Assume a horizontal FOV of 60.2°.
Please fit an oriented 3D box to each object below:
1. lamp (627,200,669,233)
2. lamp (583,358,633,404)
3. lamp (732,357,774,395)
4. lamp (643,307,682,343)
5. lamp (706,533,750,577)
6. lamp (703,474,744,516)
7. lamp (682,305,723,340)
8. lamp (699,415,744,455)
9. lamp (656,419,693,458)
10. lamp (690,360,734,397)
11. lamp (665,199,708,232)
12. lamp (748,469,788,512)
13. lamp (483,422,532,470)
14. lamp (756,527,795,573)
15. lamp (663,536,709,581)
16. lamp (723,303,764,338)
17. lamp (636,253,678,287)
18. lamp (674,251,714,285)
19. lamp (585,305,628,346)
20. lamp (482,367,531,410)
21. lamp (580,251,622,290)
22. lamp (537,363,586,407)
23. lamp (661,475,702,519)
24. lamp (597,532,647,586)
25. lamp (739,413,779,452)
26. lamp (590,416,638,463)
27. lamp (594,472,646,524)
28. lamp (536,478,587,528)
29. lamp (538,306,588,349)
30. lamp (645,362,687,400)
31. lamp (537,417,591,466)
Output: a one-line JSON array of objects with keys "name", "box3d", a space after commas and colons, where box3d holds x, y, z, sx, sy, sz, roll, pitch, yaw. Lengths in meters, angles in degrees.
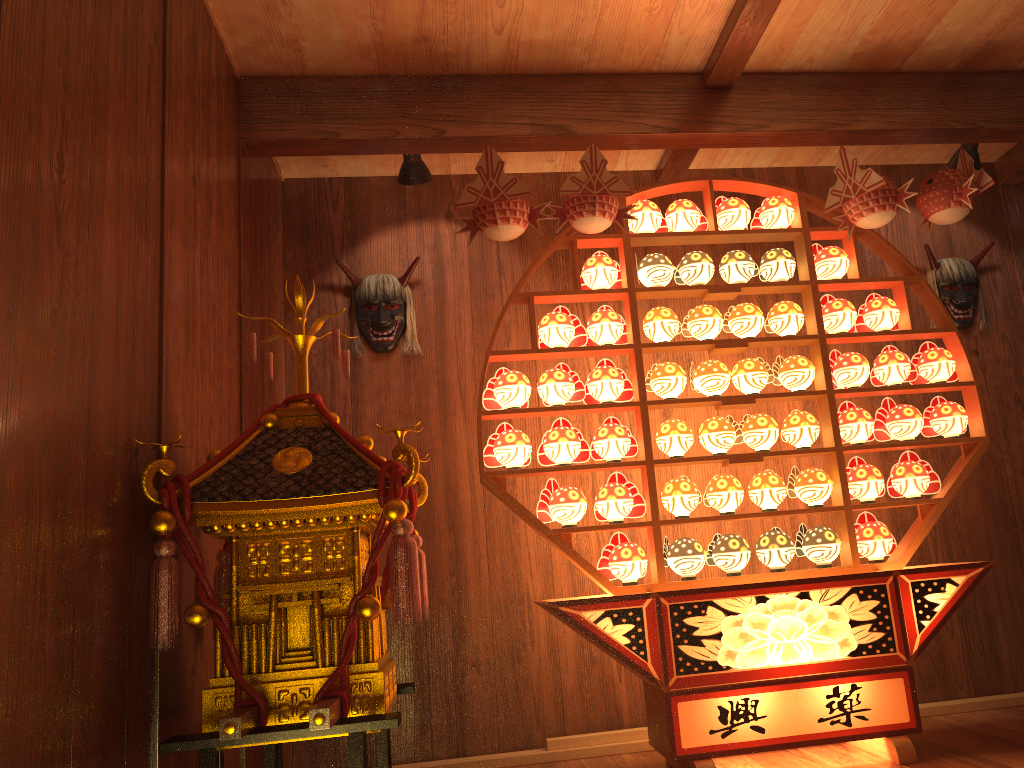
[{"name": "lamp", "box3d": [0.521, -0.673, 3.490, 0.200, 0.200, 0.158, -5, -12, 3]}, {"name": "lamp", "box3d": [0.350, -0.017, 3.320, 0.198, 0.200, 0.159, -6, -12, 8]}, {"name": "lamp", "box3d": [0.912, -0.031, 3.407, 0.162, 0.167, 0.134, 6, -16, -40]}, {"name": "lamp", "box3d": [0.570, -0.229, 3.399, 0.136, 0.167, 0.161, -10, -13, 23]}, {"name": "lamp", "box3d": [0.808, 0.621, 3.235, 0.143, 0.161, 0.153, 1, -14, -25]}, {"name": "lamp", "box3d": [0.793, 0.407, 3.280, 0.140, 0.161, 0.156, -3, -12, -6]}, {"name": "lamp", "box3d": [0.753, -0.237, 3.422, 0.143, 0.161, 0.153, 1, -14, -25]}, {"name": "lamp", "box3d": [0.768, 0.195, 3.334, 0.162, 0.161, 0.135, 3, -14, -30]}, {"name": "lamp", "box3d": [0.606, 0.200, 3.305, 0.137, 0.167, 0.159, -8, -13, 14]}, {"name": "lamp", "box3d": [0.774, -0.021, 3.381, 0.153, 0.161, 0.143, -10, -13, 23]}, {"name": "lamp", "box3d": [0.674, -0.671, 3.513, 0.165, 0.179, 0.161, -10, -13, 24]}, {"name": "lamp", "box3d": [0.953, 0.396, 3.307, 0.136, 0.167, 0.161, -10, -13, 23]}, {"name": "lamp", "box3d": [0.004, 0.220, 3.221, 0.194, 0.195, 0.153, 0, -13, -21]}, {"name": "lamp", "box3d": [0.969, 0.609, 3.261, 0.136, 0.167, 0.161, -10, -13, 23]}, {"name": "lamp", "box3d": [0.643, 0.628, 3.217, 0.153, 0.167, 0.143, -10, -13, 23]}, {"name": "lamp", "box3d": [0.918, -0.249, 3.446, 0.143, 0.167, 0.153, 1, -14, -25]}, {"name": "lamp", "box3d": [0.570, -0.442, 3.457, 0.155, 0.167, 0.141, -6, -12, 8]}, {"name": "lamp", "box3d": [0.727, -0.451, 3.466, 0.142, 0.161, 0.154, -1, -13, -16]}, {"name": "lamp", "box3d": [0.353, -0.231, 3.368, 0.187, 0.195, 0.158, -6, -12, 8]}, {"name": "lamp", "box3d": [0.004, 0.009, 3.270, 0.194, 0.187, 0.153, 1, -14, -26]}, {"name": "lamp", "box3d": [0.338, -0.447, 3.415, 0.198, 0.200, 0.159, -6, -12, 8]}, {"name": "lamp", "box3d": [0.160, -0.002, 3.295, 0.177, 0.191, 0.161, -10, -13, 23]}, {"name": "lamp", "box3d": [0.617, 0.415, 3.260, 0.136, 0.167, 0.161, -10, -13, 23]}, {"name": "lamp", "box3d": [0.420, 0.626, 3.186, 0.198, 0.197, 0.154, -1, -13, -16]}, {"name": "lamp", "box3d": [0.947, 0.180, 3.352, 0.142, 0.167, 0.153, 0, -13, -20]}, {"name": "lamp", "box3d": [0.368, 0.201, 3.273, 0.181, 0.192, 0.158, -6, -12, 8]}, {"name": "lamp", "box3d": [0.369, 0.412, 3.224, 0.196, 0.200, 0.160, -9, -13, 18]}, {"name": "lamp", "box3d": [0.208, 0.426, 3.207, 0.152, 0.193, 0.192, -16, -17, 42]}, {"name": "lamp", "box3d": [0.165, -0.222, 3.345, 0.196, 0.200, 0.160, -9, -13, 18]}, {"name": "lamp", "box3d": [0.597, -0.016, 3.348, 0.143, 0.167, 0.153, 1, -14, -25]}, {"name": "lamp", "box3d": [0.182, 0.207, 3.247, 0.200, 0.200, 0.158, -5, -12, 3]}]
